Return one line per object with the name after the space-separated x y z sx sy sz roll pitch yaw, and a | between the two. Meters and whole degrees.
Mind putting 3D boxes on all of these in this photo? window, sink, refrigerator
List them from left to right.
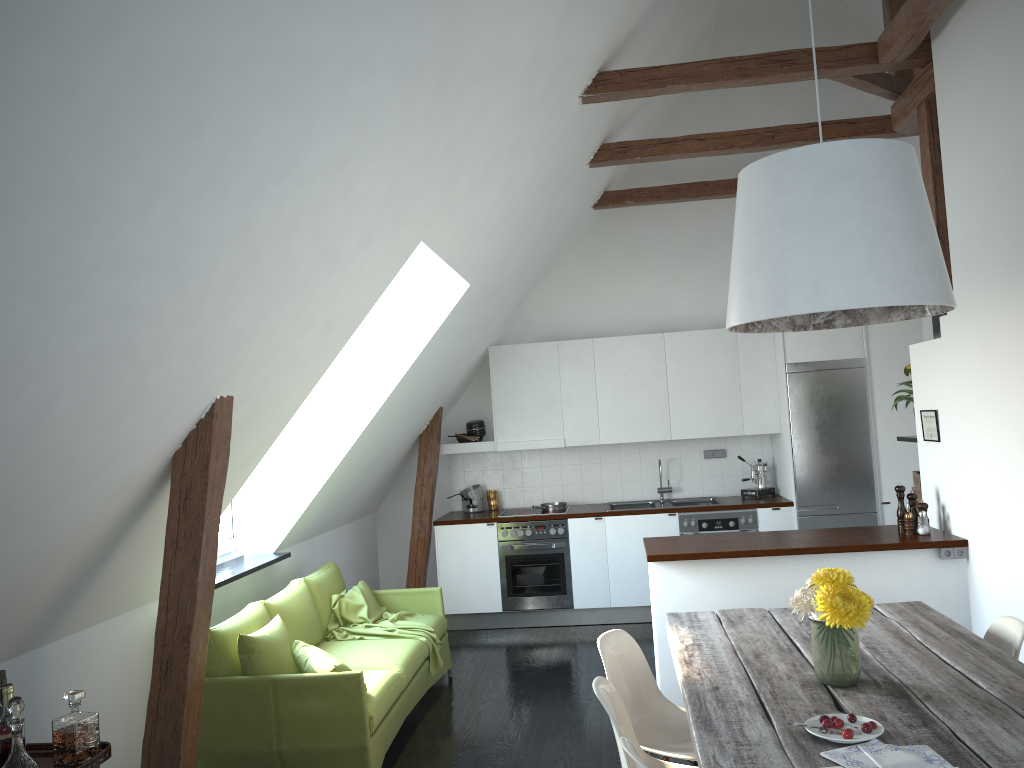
1.284 0.910 7.546 0.963 0.519 0.671 -4 -2 7 | sink
0.529 -1.350 1.565 5.959 4.249 8.018 -4 -2 7 | window
2.545 0.747 6.996 0.609 1.868 0.031 -4 -2 7 | refrigerator

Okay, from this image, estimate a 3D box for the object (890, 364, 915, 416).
2.662 0.081 5.628 0.493 0.486 0.506 -5 -3 26 | object

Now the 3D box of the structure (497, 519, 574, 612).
0.227 1.502 7.589 0.583 0.725 0.749 -4 -2 7 | structure

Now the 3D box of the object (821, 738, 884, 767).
0.903 0.940 2.234 0.182 0.014 0.185 -3 -3 -19 | object

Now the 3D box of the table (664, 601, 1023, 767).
1.145 1.347 2.792 1.141 0.788 2.421 -4 -2 7 | table

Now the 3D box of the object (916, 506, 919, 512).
2.720 0.793 5.535 0.329 0.101 0.287 -5 -3 17 | object

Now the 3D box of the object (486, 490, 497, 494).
-0.180 0.979 7.965 0.100 0.047 0.099 -4 -2 2 | object

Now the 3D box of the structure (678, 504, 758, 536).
1.699 1.388 7.334 0.612 0.725 0.582 -4 -2 7 | structure

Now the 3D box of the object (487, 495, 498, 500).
-0.178 1.016 7.965 0.100 0.036 0.100 -3 -3 -27 | object

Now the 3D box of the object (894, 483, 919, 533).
2.262 0.707 5.074 0.123 0.283 0.061 -4 -2 7 | object

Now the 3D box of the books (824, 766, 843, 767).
0.693 0.933 2.032 0.202 0.042 0.251 -4 -2 -5 | books

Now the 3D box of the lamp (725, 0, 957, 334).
0.976 -1.607 2.935 0.757 2.813 0.697 -2 -3 -34 | lamp

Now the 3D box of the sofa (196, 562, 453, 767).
-0.979 1.571 5.079 0.898 0.825 2.093 -4 -2 5 | sofa

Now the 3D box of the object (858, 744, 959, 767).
0.984 0.933 2.208 0.182 0.016 0.179 -4 -2 1 | object

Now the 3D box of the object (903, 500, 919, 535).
2.244 0.750 4.991 0.080 0.192 0.058 -3 -3 -10 | object

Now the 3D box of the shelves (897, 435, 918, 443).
2.815 0.586 5.498 0.660 0.553 0.408 -4 -2 7 | shelves

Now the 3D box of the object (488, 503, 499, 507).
-0.166 1.094 7.962 0.100 0.048 0.099 -5 -3 25 | object

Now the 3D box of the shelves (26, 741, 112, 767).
-1.511 1.543 2.565 0.438 0.732 0.803 -4 -2 3 | shelves

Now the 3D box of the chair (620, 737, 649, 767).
0.595 1.360 2.407 0.542 0.801 0.465 -4 -2 -8 | chair

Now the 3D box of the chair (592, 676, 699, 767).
0.566 1.385 2.933 0.542 0.801 0.465 -4 -2 7 | chair

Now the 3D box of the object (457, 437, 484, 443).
-0.370 0.490 7.873 0.243 0.056 0.350 -4 -2 -5 | object

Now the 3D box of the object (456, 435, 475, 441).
-0.416 0.474 7.826 0.065 0.065 0.332 -3 -3 -26 | object

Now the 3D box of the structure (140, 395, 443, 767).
-1.740 0.914 1.595 1.023 1.963 12.350 -4 -2 7 | structure

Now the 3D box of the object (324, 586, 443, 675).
-0.787 1.563 5.695 0.722 0.493 0.711 -4 -2 2 | object

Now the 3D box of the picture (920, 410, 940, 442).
2.406 0.240 5.099 0.023 0.182 0.250 -4 -2 7 | picture

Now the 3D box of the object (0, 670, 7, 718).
-1.555 1.043 2.713 0.080 0.329 0.080 -4 -2 -3 | object

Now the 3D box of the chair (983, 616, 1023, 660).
1.729 1.330 3.459 0.542 0.801 0.465 -4 -2 7 | chair

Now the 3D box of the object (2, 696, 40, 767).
-1.422 1.047 2.551 0.114 0.292 0.114 -3 -3 -21 | object

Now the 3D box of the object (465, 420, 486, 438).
-0.324 0.404 7.934 0.190 0.166 0.200 -2 -3 -31 | object

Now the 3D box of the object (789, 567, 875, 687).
1.047 0.781 2.873 0.233 0.365 0.293 -3 -3 -23 | object

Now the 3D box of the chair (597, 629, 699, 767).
0.636 1.405 3.506 0.542 0.801 0.465 -5 -3 32 | chair

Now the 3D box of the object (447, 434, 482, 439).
-0.438 0.482 7.920 0.357 0.075 0.244 -3 -3 -23 | object

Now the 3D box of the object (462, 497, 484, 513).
-0.333 1.065 7.880 0.200 0.154 0.348 -3 -3 -14 | object

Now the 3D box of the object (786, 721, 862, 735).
0.849 0.937 2.416 0.194 0.022 0.019 -5 -3 22 | object

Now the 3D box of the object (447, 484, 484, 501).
-0.430 0.994 7.925 0.371 0.169 0.203 -3 -3 -21 | object

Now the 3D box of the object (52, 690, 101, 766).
-1.401 1.097 2.848 0.101 0.211 0.101 -5 -3 21 | object

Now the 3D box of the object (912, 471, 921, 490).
2.711 0.593 5.554 0.329 0.101 0.287 -5 -3 17 | object

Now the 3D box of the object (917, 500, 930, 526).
2.325 0.749 5.009 0.058 0.184 0.058 -4 -2 3 | object

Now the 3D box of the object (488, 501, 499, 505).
-0.169 1.077 7.964 0.099 0.051 0.099 -4 -2 -8 | object

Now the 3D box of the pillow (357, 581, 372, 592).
-0.994 1.470 5.847 0.210 0.275 0.462 -4 -2 4 | pillow

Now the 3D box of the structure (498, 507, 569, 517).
0.196 1.112 7.592 0.574 0.041 0.504 -4 -2 7 | structure

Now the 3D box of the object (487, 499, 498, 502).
-0.172 1.056 7.968 0.099 0.043 0.100 -4 -2 -6 | object

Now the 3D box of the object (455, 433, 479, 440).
-0.404 0.467 7.834 0.061 0.077 0.331 -2 -3 -35 | object

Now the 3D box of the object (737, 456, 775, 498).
2.067 0.785 7.600 0.353 0.370 0.206 -2 -3 -37 | object

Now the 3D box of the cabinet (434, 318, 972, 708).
1.329 0.706 6.384 4.208 2.369 3.033 -4 -2 7 | cabinet

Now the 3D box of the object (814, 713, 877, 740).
0.918 0.931 2.424 0.132 0.034 0.144 -3 -3 -22 | object

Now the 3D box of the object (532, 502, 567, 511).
0.306 1.057 7.664 0.351 0.061 0.232 -3 -3 -20 | object

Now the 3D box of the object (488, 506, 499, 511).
-0.163 1.116 7.962 0.100 0.036 0.100 -4 -2 3 | object

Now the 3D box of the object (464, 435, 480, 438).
-0.371 0.469 7.875 0.065 0.031 0.335 -2 -3 -36 | object

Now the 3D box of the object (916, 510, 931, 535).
2.290 0.773 4.942 0.069 0.135 0.069 -3 -3 -18 | object

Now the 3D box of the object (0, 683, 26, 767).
-1.497 1.049 2.644 0.081 0.307 0.081 -4 -3 12 | object

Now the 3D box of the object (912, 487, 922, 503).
2.714 0.694 5.540 0.287 0.101 0.329 -4 -2 2 | object

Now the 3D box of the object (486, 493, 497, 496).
-0.179 1.000 7.965 0.100 0.036 0.100 -6 -3 35 | object

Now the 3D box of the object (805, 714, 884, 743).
0.904 0.944 2.415 0.205 0.024 0.205 -4 -2 -1 | object

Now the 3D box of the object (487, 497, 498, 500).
-0.176 1.035 7.968 0.099 0.057 0.101 -5 -3 18 | object

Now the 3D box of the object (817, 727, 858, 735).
0.887 0.941 2.416 0.110 0.011 0.058 -4 -3 10 | object

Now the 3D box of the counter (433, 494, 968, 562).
0.918 1.014 6.397 3.365 0.038 3.085 -4 -2 7 | counter

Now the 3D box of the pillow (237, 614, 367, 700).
-0.982 1.342 4.313 0.600 0.387 0.475 -4 -2 4 | pillow
